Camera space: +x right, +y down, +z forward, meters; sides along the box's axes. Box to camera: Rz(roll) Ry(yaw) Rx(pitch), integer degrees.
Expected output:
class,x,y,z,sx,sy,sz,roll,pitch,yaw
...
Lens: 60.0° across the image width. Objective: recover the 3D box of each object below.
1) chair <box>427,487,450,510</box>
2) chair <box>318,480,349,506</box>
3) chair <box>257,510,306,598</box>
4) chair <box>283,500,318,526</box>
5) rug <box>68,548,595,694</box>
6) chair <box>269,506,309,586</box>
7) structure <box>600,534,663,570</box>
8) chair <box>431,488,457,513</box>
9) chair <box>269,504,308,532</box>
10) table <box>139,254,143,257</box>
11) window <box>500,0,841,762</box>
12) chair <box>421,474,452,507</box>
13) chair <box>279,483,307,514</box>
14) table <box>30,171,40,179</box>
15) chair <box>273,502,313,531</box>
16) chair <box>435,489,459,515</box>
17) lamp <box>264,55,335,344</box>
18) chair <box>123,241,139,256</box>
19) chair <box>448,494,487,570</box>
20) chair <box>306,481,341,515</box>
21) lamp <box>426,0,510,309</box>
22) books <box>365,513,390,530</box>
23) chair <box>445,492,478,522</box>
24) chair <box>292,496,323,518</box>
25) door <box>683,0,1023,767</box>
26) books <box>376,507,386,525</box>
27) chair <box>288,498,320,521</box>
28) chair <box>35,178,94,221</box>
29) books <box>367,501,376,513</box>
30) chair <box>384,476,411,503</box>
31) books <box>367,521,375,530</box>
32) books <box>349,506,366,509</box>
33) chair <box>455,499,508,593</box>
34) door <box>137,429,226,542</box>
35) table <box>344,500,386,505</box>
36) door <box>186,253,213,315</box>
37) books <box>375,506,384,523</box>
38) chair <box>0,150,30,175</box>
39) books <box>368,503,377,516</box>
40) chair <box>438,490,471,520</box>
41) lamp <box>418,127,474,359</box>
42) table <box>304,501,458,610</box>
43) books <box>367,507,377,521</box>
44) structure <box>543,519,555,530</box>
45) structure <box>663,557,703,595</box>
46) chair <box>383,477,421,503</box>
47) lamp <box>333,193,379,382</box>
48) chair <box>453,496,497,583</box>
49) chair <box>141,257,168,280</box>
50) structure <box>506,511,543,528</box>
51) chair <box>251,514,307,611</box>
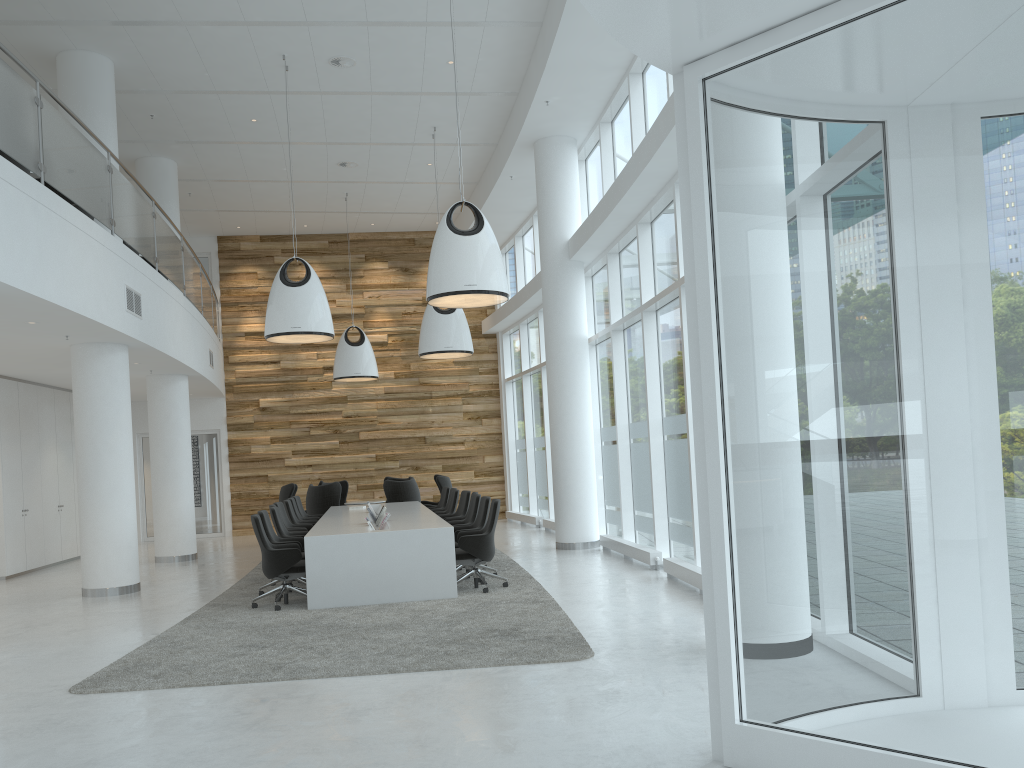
class,x,y,z,sx,sy,sz,roll,pitch,yaw
chair,-1.339,2.255,15.156,0.673,0.965,0.687,-3,-2,-15
chair,-3.579,2.534,18.163,0.920,1.151,0.913,-5,-3,41
chair,-2.557,1.908,10.088,0.673,0.965,0.687,-3,-2,-10
chair,-3.052,2.186,13.144,0.673,0.965,0.687,-3,-2,-10
rug,-2.026,2.565,12.502,3.936,0.010,13.490,-2,-5,-9
chair,-2.644,1.979,10.898,0.673,0.965,0.687,-3,-2,-10
structure,1.535,2.194,11.661,0.150,0.213,2.697,-3,-5,-8
chair,-1.166,2.175,14.297,0.673,0.965,0.687,-3,-2,-10
chair,-2.845,2.048,11.611,0.673,0.965,0.687,-3,-2,-15
table,-5.676,-1.567,12.920,0.801,0.753,0.799,-5,-3,30
window,-19.500,0.572,13.922,63.046,6.131,30.829,-6,-5,30
chair,-1.617,2.370,17.487,0.916,1.151,0.917,-2,-2,-19
chair,-3.999,2.468,17.069,0.916,1.151,0.917,-2,-2,-19
table,-5.118,-1.903,9.201,0.798,0.753,0.802,-2,-3,-19
chair,-2.990,2.120,12.383,0.673,0.965,0.687,-3,-2,-5
chair,-1.078,2.104,13.487,0.673,0.965,0.687,-3,-2,-10
lamp,-2.831,-2.394,11.446,0.886,3.642,0.883,-4,-1,36
chair,-5.581,-1.844,12.100,0.913,1.151,0.920,-2,-2,-21
chair,-0.670,1.897,11.241,0.673,0.965,0.687,-3,-2,-10
chair,-3.279,2.355,16.184,0.914,1.151,0.918,-4,-2,11
lamp,-0.564,-2.689,9.379,0.886,3.642,0.883,-4,-1,36
books,-1.575,1.678,10.490,0.231,0.275,0.598,-4,-4,11
chair,-0.732,1.963,12.002,0.673,0.965,0.687,-3,-2,-5
chair,-3.322,2.333,14.754,0.673,0.965,0.687,-3,-2,-5
door,2.335,-0.065,2.499,2.996,3.106,3.003,-3,-3,0
books,-1.836,1.844,12.417,0.158,0.241,0.353,-3,-3,-10
chair,-3.194,2.260,13.951,0.673,0.965,0.687,-3,-2,-10
chair,-5.232,-2.029,10.078,0.913,1.151,0.920,-3,-2,-16
books,-2.341,2.072,14.801,0.153,0.241,0.183,-3,-2,-9
chair,-2.430,2.486,18.354,0.914,1.151,0.918,-4,-2,11
books,-1.557,1.646,9.991,0.143,0.226,0.204,-3,-3,-10
books,-2.467,1.971,14.163,0.224,0.026,0.264,-3,-5,0
chair,-0.400,1.750,9.631,0.673,0.965,0.687,-3,-2,-5
door,-7.331,2.248,19.704,1.804,2.398,0.132,-3,-1,-7
table,-2.840,2.642,17.244,0.800,0.695,0.800,-4,-3,15
door,-7.551,-1.704,19.754,1.804,2.398,0.132,-3,-1,-7
books,-1.850,1.825,12.396,0.139,0.229,0.358,-3,-4,-10
chair,-5.065,-2.178,8.377,0.913,1.151,0.920,-2,-2,-19
books,-2.280,2.049,14.468,0.139,0.223,0.162,-3,-2,-9
chair,-0.878,2.034,12.774,0.673,0.965,0.687,-3,-2,-15
lamp,-1.150,-2.264,14.173,0.886,3.642,0.883,-4,-1,34
table,-1.841,2.159,12.197,1.499,0.738,6.577,-3,-5,-9
books,-2.001,1.882,12.731,0.153,0.238,0.191,-3,-2,-9
structure,0.910,2.547,15.539,0.150,0.213,2.698,-3,-5,-11
structure,1.866,1.917,8.502,0.150,0.213,2.697,-3,-5,-5
chair,-2.109,2.304,16.349,0.920,1.151,0.913,-5,-3,41
lamp,-3.137,-1.897,17.297,0.886,3.642,0.883,-4,-1,29
chair,-0.529,1.823,10.434,0.673,0.965,0.687,-3,-2,-10
chair,-5.834,-1.691,13.791,0.913,1.151,0.920,-2,-2,-19
structure,0.247,2.837,18.629,0.150,0.213,2.698,-3,-5,-14
chair,-2.383,1.828,9.229,0.673,0.965,0.687,-3,-2,-15
